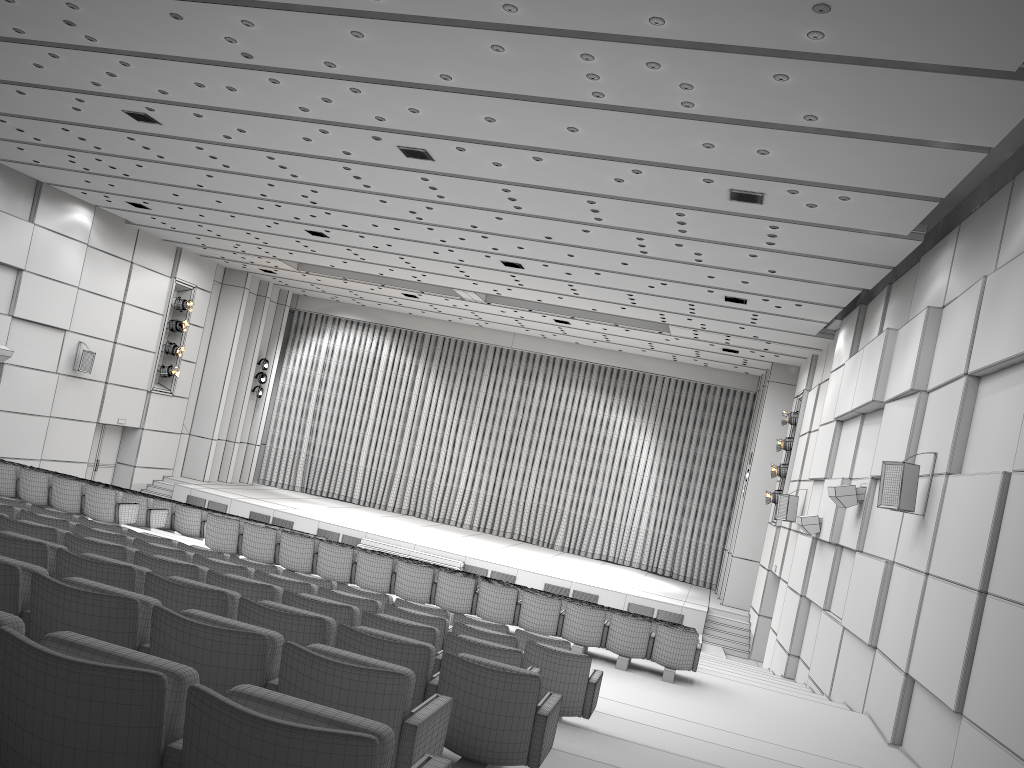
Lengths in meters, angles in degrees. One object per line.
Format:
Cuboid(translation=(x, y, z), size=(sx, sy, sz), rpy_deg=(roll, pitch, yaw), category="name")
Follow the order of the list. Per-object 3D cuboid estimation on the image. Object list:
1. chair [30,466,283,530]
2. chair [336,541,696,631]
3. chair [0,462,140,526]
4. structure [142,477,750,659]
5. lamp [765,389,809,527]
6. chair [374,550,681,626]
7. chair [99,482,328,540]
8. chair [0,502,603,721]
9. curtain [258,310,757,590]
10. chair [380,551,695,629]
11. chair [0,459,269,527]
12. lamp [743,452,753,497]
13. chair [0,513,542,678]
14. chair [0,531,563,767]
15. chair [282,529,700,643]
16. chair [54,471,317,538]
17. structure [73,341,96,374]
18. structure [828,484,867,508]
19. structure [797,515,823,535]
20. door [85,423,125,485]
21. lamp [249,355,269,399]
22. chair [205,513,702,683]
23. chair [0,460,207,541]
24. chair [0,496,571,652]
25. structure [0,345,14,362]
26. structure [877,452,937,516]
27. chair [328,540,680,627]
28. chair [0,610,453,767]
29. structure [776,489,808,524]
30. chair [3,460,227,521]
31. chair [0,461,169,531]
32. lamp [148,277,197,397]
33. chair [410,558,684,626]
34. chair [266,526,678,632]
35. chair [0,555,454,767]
Cuboid(translation=(-7.434, 2.619, 18.407), size=(6.031, 0.621, 0.615), rpy_deg=(11, -3, 13), category="chair")
Cuboid(translation=(-0.067, 3.781, 15.505), size=(6.579, 0.621, 0.615), rpy_deg=(11, -3, 13), category="chair")
Cuboid(translation=(-8.526, 1.190, 13.066), size=(6.579, 0.621, 0.615), rpy_deg=(11, -3, 13), category="chair")
Cuboid(translation=(-1.720, 4.998, 26.188), size=(17.763, 0.844, 8.365), rpy_deg=(11, -5, 13), category="structure")
Cuboid(translation=(6.732, 1.815, 21.497), size=(0.754, 3.335, 1.025), rpy_deg=(12, -1, 10), category="lamp")
Cuboid(translation=(0.164, 4.069, 16.570), size=(6.031, 0.621, 0.615), rpy_deg=(11, -3, 13), category="chair")
Cuboid(translation=(-6.969, 3.197, 20.543), size=(6.031, 0.621, 0.615), rpy_deg=(11, -3, 13), category="chair")
Cuboid(translation=(-5.943, 1.018, 8.022), size=(13.707, 0.621, 0.615), rpy_deg=(11, -3, 13), category="chair")
Cuboid(translation=(-0.302, 1.783, 29.291), size=(16.080, 6.510, 1.436), rpy_deg=(11, -1, 13), category="curtain")
Cuboid(translation=(0.363, 4.351, 17.643), size=(6.579, 0.621, 0.615), rpy_deg=(11, -3, 13), category="chair")
Cuboid(translation=(-7.666, 2.331, 17.342), size=(6.579, 0.621, 0.615), rpy_deg=(11, -3, 13), category="chair")
Cuboid(translation=(6.585, 2.529, 24.131), size=(0.435, 1.476, 0.387), rpy_deg=(12, -1, 10), category="lamp")
Cuboid(translation=(-6.184, 0.728, 6.959), size=(13.158, 0.621, 0.615), rpy_deg=(11, -3, 13), category="chair")
Cuboid(translation=(-6.373, 0.448, 5.884), size=(13.707, 0.621, 0.615), rpy_deg=(11, -3, 13), category="chair")
Cuboid(translation=(-0.497, 3.210, 13.367), size=(6.579, 0.621, 0.615), rpy_deg=(11, -3, 13), category="chair")
Cuboid(translation=(-7.235, 2.901, 19.480), size=(6.579, 0.621, 0.615), rpy_deg=(11, -3, 13), category="chair")
Cuboid(translation=(-10.740, -0.664, 22.263), size=(0.413, 0.743, 0.407), rpy_deg=(13, -2, -29), category="structure")
Cuboid(translation=(4.965, 1.639, 13.137), size=(0.469, 0.416, 0.522), rpy_deg=(11, -3, 10), category="structure")
Cuboid(translation=(5.296, 2.458, 15.625), size=(0.469, 0.416, 0.522), rpy_deg=(11, -3, 11), category="structure")
Cuboid(translation=(-11.412, 2.131, 24.335), size=(0.085, 2.174, 1.707), rpy_deg=(12, -2, 14), category="door")
Cuboid(translation=(-8.259, -0.204, 28.947), size=(0.435, 1.476, 0.387), rpy_deg=(12, -1, 18), category="lamp")
Cuboid(translation=(-0.927, 2.640, 11.229), size=(6.580, 0.621, 0.615), rpy_deg=(11, -3, 13), category="chair")
Cuboid(translation=(-8.096, 1.760, 15.204), size=(6.579, 0.621, 0.615), rpy_deg=(11, -3, 13), category="chair")
Cuboid(translation=(-5.753, 1.298, 9.097), size=(13.158, 0.621, 0.615), rpy_deg=(11, -3, 13), category="chair")
Cuboid(translation=(-11.485, -0.744, 19.680), size=(0.469, 0.416, 0.523), rpy_deg=(11, -3, 15), category="structure")
Cuboid(translation=(4.497, 1.098, 10.092), size=(0.413, 0.743, 0.407), rpy_deg=(13, -2, -29), category="structure")
Cuboid(translation=(-0.266, 3.499, 14.432), size=(6.031, 0.621, 0.615), rpy_deg=(11, -3, 13), category="chair")
Cuboid(translation=(-6.803, -0.123, 3.746), size=(13.707, 0.621, 0.615), rpy_deg=(11, -3, 13), category="chair")
Cuboid(translation=(5.800, 2.501, 18.361), size=(0.413, 0.743, 0.407), rpy_deg=(13, -2, -29), category="structure")
Cuboid(translation=(-7.864, 2.049, 16.269), size=(6.031, 0.621, 0.615), rpy_deg=(11, -3, 13), category="chair")
Cuboid(translation=(-8.294, 1.478, 14.131), size=(6.031, 0.621, 0.615), rpy_deg=(11, -3, 13), category="chair")
Cuboid(translation=(-9.781, -1.338, 25.468), size=(0.743, 3.335, 1.025), rpy_deg=(12, -1, 14), category="lamp")
Cuboid(translation=(0.629, 4.647, 18.706), size=(6.031, 0.621, 0.615), rpy_deg=(11, -3, 13), category="chair")
Cuboid(translation=(-0.696, 2.928, 12.294), size=(6.031, 0.621, 0.615), rpy_deg=(11, -3, 13), category="chair")
Cuboid(translation=(-6.614, 0.158, 4.821), size=(13.158, 0.621, 0.615), rpy_deg=(11, -3, 13), category="chair")
